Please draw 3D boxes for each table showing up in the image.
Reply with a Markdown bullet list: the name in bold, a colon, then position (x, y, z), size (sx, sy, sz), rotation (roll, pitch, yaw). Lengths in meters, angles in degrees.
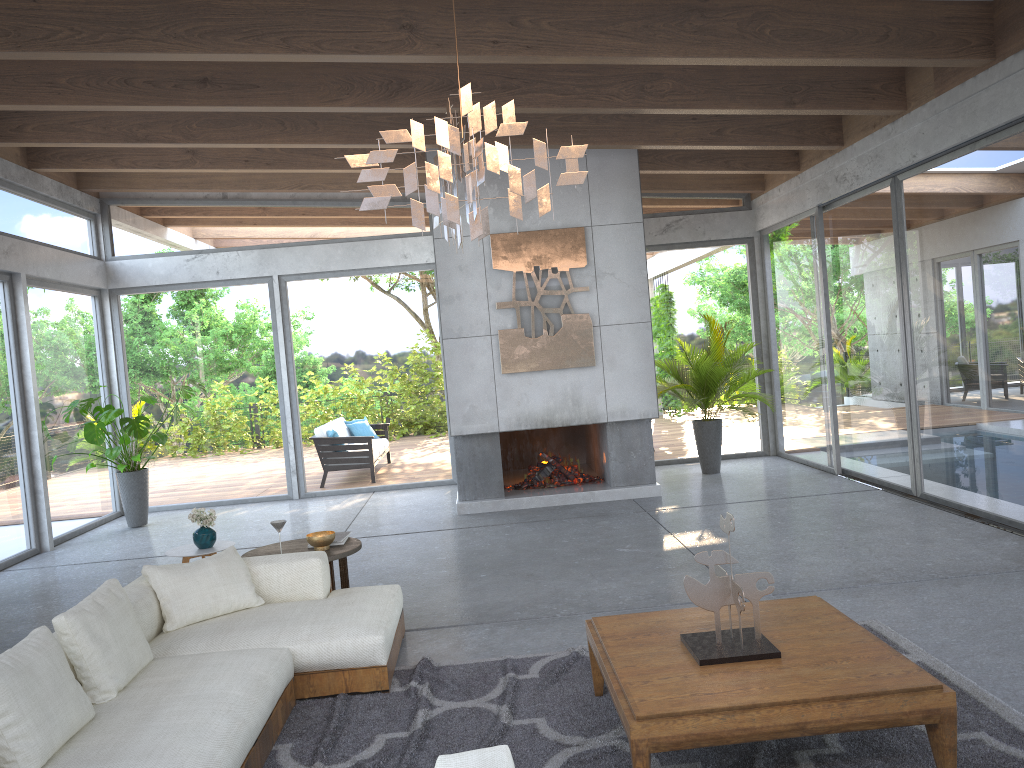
- **table**: position (0.878, 1.163, 3.352), size (1.048, 0.352, 1.112), rotation (-5, 2, -2)
- **table**: position (-1.265, 1.229, 5.421), size (0.725, 0.441, 0.725), rotation (-7, 3, -41)

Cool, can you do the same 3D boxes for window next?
- **window**: position (0.644, -0.505, 3.003), size (14.294, 3.764, 23.280), rotation (-5, 2, -2)

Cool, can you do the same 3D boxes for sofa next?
- **sofa**: position (-0.969, 1.196, 3.182), size (1.965, 0.777, 3.733), rotation (-5, 2, -2)

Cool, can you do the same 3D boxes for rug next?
- **rug**: position (0.328, 1.354, 3.391), size (3.186, 0.056, 2.187), rotation (-5, 2, -2)

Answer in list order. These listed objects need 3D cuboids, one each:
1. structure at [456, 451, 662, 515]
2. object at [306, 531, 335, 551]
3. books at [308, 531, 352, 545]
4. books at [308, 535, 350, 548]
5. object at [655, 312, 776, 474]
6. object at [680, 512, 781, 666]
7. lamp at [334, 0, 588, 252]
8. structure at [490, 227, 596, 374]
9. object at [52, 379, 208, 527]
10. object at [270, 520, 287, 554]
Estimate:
- **structure**: position (0.396, 0.866, 9.750), size (2.012, 0.595, 2.203), rotation (-5, 2, -2)
- **object**: position (-1.150, 0.952, 5.351), size (0.173, 0.097, 0.173), rotation (-6, 2, -23)
- **books**: position (-1.145, 0.970, 5.591), size (0.205, 0.012, 0.290), rotation (-5, 2, 3)
- **books**: position (-1.151, 0.984, 5.593), size (0.220, 0.015, 0.303), rotation (-5, 2, -3)
- **object**: position (2.164, 0.085, 9.898), size (1.484, 1.819, 1.798), rotation (-5, 2, 5)
- **object**: position (0.814, 0.732, 3.359), size (0.346, 0.518, 0.379), rotation (-5, 2, -2)
- **lamp**: position (-0.297, -1.163, 3.128), size (0.862, 1.400, 0.636), rotation (-3, 3, 45)
- **structure**: position (0.299, -0.806, 8.569), size (0.919, 1.351, 0.041), rotation (-5, 2, -2)
- **object**: position (-4.159, 0.760, 9.660), size (1.416, 1.540, 1.731), rotation (-4, 2, 17)
- **object**: position (-1.368, 0.916, 5.229), size (0.099, 0.212, 0.099), rotation (-4, 2, 28)
